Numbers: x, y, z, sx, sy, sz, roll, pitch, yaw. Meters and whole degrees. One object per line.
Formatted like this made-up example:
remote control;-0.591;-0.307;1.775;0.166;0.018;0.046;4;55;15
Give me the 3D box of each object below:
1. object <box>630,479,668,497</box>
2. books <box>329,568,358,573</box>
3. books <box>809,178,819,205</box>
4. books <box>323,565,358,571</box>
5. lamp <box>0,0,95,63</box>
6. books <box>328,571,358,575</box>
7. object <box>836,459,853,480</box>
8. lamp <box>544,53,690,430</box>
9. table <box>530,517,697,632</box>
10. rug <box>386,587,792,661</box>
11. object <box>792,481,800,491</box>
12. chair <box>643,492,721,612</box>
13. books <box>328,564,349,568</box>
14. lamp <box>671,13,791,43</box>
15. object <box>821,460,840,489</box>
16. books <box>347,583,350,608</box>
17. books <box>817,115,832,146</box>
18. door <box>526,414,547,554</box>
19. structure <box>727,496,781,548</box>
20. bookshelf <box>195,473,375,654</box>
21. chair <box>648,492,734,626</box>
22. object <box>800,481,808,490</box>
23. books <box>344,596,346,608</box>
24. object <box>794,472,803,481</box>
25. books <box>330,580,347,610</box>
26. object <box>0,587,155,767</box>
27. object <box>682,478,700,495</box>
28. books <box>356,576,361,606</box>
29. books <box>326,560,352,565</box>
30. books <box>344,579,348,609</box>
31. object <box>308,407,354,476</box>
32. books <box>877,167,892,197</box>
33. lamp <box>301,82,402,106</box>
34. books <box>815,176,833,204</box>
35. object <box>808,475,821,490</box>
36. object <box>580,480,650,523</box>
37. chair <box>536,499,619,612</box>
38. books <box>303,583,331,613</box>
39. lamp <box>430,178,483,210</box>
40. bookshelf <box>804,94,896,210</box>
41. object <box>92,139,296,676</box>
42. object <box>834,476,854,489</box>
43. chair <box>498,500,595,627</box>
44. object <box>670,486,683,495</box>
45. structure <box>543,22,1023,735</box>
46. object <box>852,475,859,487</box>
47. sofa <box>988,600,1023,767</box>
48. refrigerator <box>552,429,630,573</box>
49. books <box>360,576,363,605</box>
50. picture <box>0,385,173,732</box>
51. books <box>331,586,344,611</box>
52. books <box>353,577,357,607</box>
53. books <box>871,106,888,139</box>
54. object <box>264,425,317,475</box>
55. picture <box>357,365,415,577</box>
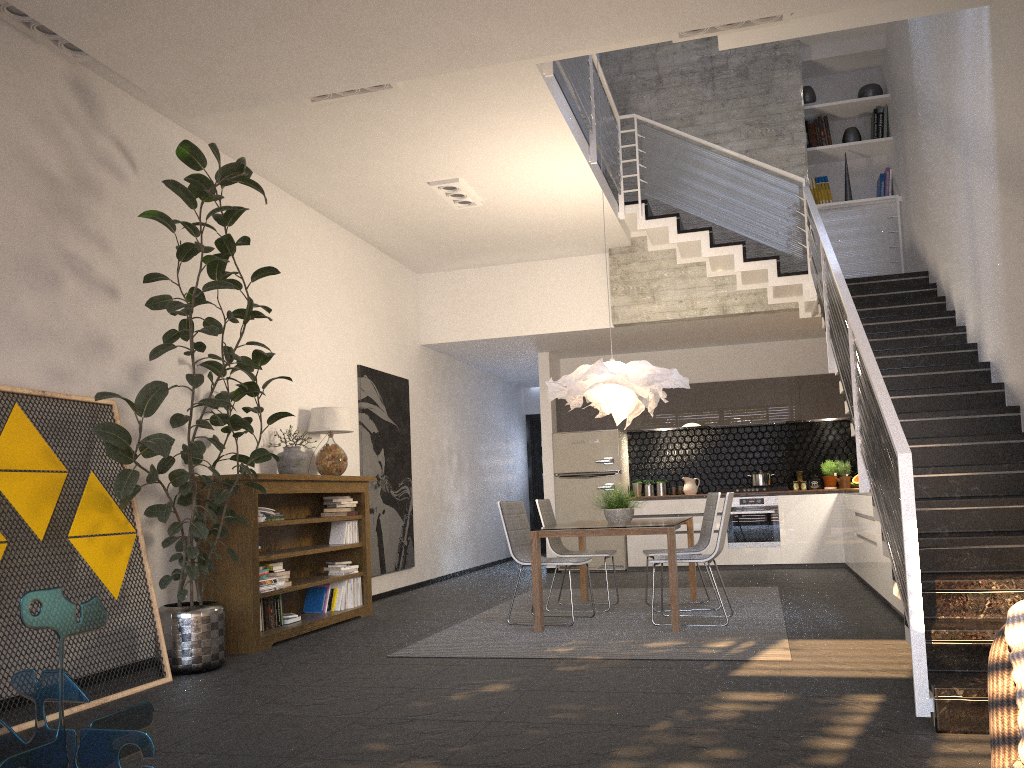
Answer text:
object;1.726;1.299;11.117;0.482;0.220;0.173;-4;-6;12
books;-1.387;1.536;7.294;0.174;0.019;0.245;-3;-7;5
books;3.158;-1.952;9.360;0.159;0.371;0.273;-4;-5;15
books;-1.409;1.516;7.300;0.175;0.023;0.244;-6;-8;25
lamp;-2.462;-1.907;4.709;0.253;0.066;0.648;-4;-7;15
books;-1.389;1.555;7.288;0.155;0.020;0.206;-6;-8;25
object;3.927;1.047;10.477;0.184;0.377;0.170;1;-6;-37
lamp;0.711;-2.226;7.159;1.119;5.190;1.064;-4;-5;26
table;0.860;1.438;6.909;0.998;0.711;1.807;-4;-7;15
rug;0.865;1.787;6.869;2.373;0.006;3.701;-4;-8;15
object;3.428;1.228;10.680;0.083;0.113;0.083;-4;-5;15
chair;1.377;1.345;7.136;0.601;0.915;0.477;-2;-5;1
books;-1.426;1.492;7.292;0.155;0.022;0.206;-2;-7;-5
lamp;1.200;-2.031;4.890;0.645;0.066;0.254;-4;-7;15
object;3.797;1.072;10.532;0.245;0.352;0.235;-4;-5;19
books;-1.410;1.745;7.296;0.155;0.204;0.020;-4;-4;15
books;3.304;-2.599;9.359;0.134;0.381;0.273;-4;-5;15
door;0.820;1.617;14.467;1.109;2.305;0.161;-4;-4;15
structure;2.865;1.632;10.523;0.588;0.586;0.586;-4;-6;15
bookshelf;-1.629;1.288;6.726;0.451;1.166;1.927;-4;-7;15
chair;1.313;1.251;6.378;0.602;0.915;0.477;-4;-5;18
object;3.511;1.221;10.652;0.083;0.113;0.083;-5;-6;25
books;-1.430;1.738;7.225;0.155;0.202;0.073;-4;-5;15
object;3.453;1.113;10.667;0.083;0.113;0.083;-2;-5;-5
books;-1.436;1.719;7.202;0.175;0.234;0.101;-4;-5;15
object;1.083;-0.950;5.467;0.366;4.454;8.934;-4;-7;27
object;2.220;1.266;10.985;0.190;0.214;0.172;-5;-6;29
books;-1.364;1.747;7.468;0.175;0.242;0.024;-4;-4;15
books;-1.429;1.470;7.300;0.147;0.023;0.222;2;-9;-33
books;-1.438;1.725;7.278;0.175;0.242;0.024;-4;-4;15
object;-1.524;0.497;7.451;0.389;0.579;0.391;-1;-5;-16
books;3.851;-2.010;9.170;0.146;0.381;0.273;-4;-5;15
lamp;-1.034;-1.863;5.505;0.645;0.066;0.254;-4;-7;15
books;3.283;-1.963;9.326;0.171;0.372;0.273;-4;-5;15
object;3.627;1.182;10.617;0.141;0.173;0.142;-4;-6;15
object;0.821;0.918;6.940;0.532;0.365;0.671;-3;-7;10
chair;0.544;1.408;7.365;0.602;0.915;0.477;-4;-5;16
books;-1.557;1.711;7.071;0.171;0.226;0.165;-4;-5;15
lamp;-0.468;-1.627;7.535;0.253;0.066;0.648;-4;-7;15
bookshelf;3.419;-2.319;9.231;0.974;1.102;0.444;-4;-5;15
object;-1.806;0.107;5.350;0.907;3.186;2.021;-2;-5;-7
object;3.895;1.155;10.364;0.124;0.140;0.210;2;-8;-40
chair;0.256;1.332;6.683;0.602;0.915;0.476;-5;-5;25
object;2.061;1.332;11.061;0.160;0.110;0.078;-5;-6;20
structure;1.424;-2.256;8.002;4.238;8.273;8.494;-4;-6;15
object;4.055;1.113;10.232;0.236;0.173;0.218;-8;-9;44
sofa;1.092;0.516;0.536;0.994;0.915;2.331;-4;-7;15
refrigerator;1.005;1.456;11.009;0.830;1.704;0.772;-4;-5;15
books;-1.354;1.750;7.497;0.175;0.243;0.040;-4;-4;15
picture;-2.312;0.797;4.332;0.387;1.598;1.503;-3;-6;15
books;-1.447;1.734;7.163;0.155;0.193;0.105;-4;-5;15
books;-1.381;1.738;7.399;0.175;0.243;0.019;-4;-4;15
books;3.812;-2.638;9.200;0.160;0.380;0.267;-4;-5;15
object;-1.709;0.514;6.855;0.385;0.410;0.277;-2;-5;-7
picture;-1.265;0.890;9.004;0.033;2.019;1.237;-3;-5;15
